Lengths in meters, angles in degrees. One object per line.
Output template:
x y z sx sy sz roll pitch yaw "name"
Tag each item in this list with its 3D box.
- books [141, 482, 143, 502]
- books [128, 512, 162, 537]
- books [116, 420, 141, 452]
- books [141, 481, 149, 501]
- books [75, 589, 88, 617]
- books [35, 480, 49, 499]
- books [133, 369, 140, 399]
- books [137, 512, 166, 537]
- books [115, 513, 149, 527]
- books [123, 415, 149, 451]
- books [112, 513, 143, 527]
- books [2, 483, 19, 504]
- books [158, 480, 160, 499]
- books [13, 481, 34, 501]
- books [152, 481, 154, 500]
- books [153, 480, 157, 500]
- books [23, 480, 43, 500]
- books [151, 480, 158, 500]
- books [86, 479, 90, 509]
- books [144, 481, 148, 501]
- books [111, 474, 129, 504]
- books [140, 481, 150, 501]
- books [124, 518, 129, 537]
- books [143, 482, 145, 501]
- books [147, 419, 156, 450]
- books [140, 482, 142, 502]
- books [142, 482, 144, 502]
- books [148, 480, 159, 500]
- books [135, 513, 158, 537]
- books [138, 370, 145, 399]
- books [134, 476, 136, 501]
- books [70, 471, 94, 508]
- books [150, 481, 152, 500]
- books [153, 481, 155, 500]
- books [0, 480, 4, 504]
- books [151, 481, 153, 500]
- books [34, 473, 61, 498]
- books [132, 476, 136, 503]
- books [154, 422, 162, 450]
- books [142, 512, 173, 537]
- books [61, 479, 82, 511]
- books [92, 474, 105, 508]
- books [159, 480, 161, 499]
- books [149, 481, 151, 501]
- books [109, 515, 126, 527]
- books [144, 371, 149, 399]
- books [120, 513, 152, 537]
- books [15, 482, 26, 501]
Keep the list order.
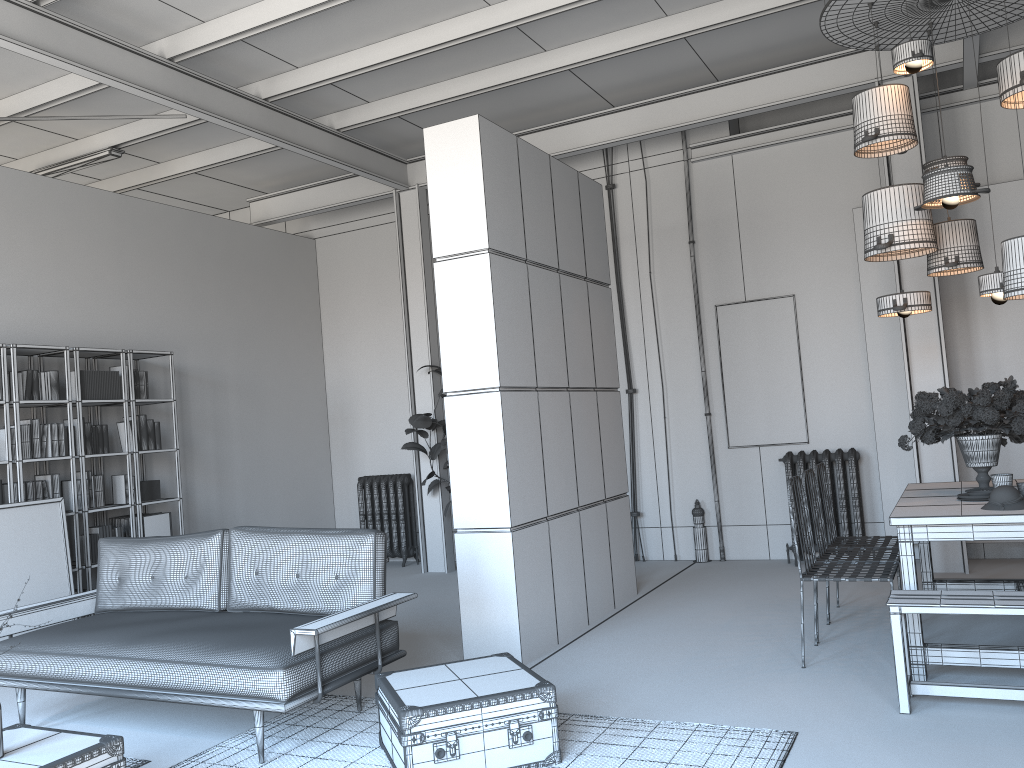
-3.156 0.913 7.457 0.134 0.177 0.012 -6 -3 27 "books"
-3.074 1.260 7.469 0.037 0.322 0.333 -6 -3 27 "books"
-3.187 0.438 7.383 0.195 0.268 0.084 -6 -3 28 "books"
-3.130 0.913 7.508 0.134 0.177 0.012 -6 -3 27 "books"
-3.383 1.705 6.896 0.275 0.223 0.033 -6 -3 27 "books"
-3.598 0.865 6.737 0.193 0.267 0.084 -6 -3 26 "books"
-3.218 0.013 7.471 0.189 0.258 0.027 -6 -3 27 "books"
-3.001 1.254 7.422 0.068 0.327 0.303 -6 -3 27 "books"
-3.208 1.277 7.532 0.068 0.318 0.319 -6 -3 27 "books"
-3.156 0.416 7.450 0.224 0.304 0.071 -6 -3 27 "books"
-3.256 1.280 7.551 0.033 0.326 0.303 -6 -3 27 "books"
-3.701 0.860 6.491 0.193 0.265 0.062 -6 -3 27 "books"
-3.077 0.914 7.611 0.134 0.177 0.012 -6 -3 27 "books"
-3.652 0.862 6.611 0.193 0.265 0.062 -6 -3 27 "books"
-3.104 0.913 7.560 0.134 0.177 0.012 -6 -3 27 "books"
-3.093 0.914 7.581 0.134 0.177 0.012 -6 -3 27 "books"
-3.612 0.862 6.663 0.193 0.265 0.062 -6 -3 27 "books"
-3.088 0.914 7.591 0.134 0.177 0.012 -6 -3 27 "books"
-3.424 0.875 7.013 0.178 0.244 0.057 -6 -3 27 "books"
-3.135 0.913 7.498 0.134 0.177 0.012 -6 -3 27 "books"
-3.254 0.878 7.371 0.170 0.245 0.043 -6 -3 27 "books"
-3.124 0.913 7.519 0.134 0.177 0.012 -6 -3 27 "books"
-3.108 1.269 7.486 0.040 0.312 0.343 -6 -3 27 "books"
-3.145 0.913 7.477 0.134 0.177 0.012 -6 -3 27 "books"
-3.131 0.440 7.539 0.195 0.266 0.091 -6 -3 27 "books"
-3.161 0.912 7.446 0.134 0.177 0.012 -6 -3 27 "books"
-3.151 0.913 7.467 0.134 0.177 0.012 -6 -3 27 "books"
-3.083 0.914 7.601 0.134 0.177 0.012 -6 -3 27 "books"
-3.050 1.257 7.434 0.027 0.326 0.272 -6 -3 27 "books"
-3.194 0.017 7.504 0.180 0.248 0.054 -6 -3 27 "books"
-3.200 0.889 7.454 0.176 0.232 0.015 -6 -3 27 "books"
-3.440 0.847 7.084 0.222 0.303 0.038 -6 -3 27 "books"
-3.114 0.913 7.539 0.134 0.177 0.012 -6 -3 27 "books"
-3.098 0.914 7.570 0.134 0.177 0.012 -6 -3 27 "books"
-3.752 0.842 6.354 0.243 0.299 0.048 -5 -3 17 "books"
-3.109 0.913 7.550 0.134 0.177 0.012 -6 -3 27 "books"
-3.565 0.844 6.804 0.222 0.303 0.071 -6 -3 27 "books"
-3.225 0.885 7.418 0.162 0.229 0.053 -7 -3 34 "books"
-3.091 0.451 7.611 0.180 0.244 0.057 -6 -3 27 "books"
-2.956 1.249 7.399 0.033 0.326 0.303 -6 -3 27 "books"
-3.461 0.875 6.965 0.178 0.244 0.057 -6 -3 27 "books"
-3.379 0.865 7.123 0.193 0.265 0.091 -6 -3 27 "books"
-3.072 0.914 7.622 0.134 0.177 0.012 -6 -3 27 "books"
-3.119 0.913 7.529 0.134 0.177 0.012 -6 -3 27 "books"
-3.287 1.283 7.566 0.033 0.326 0.303 -6 -3 27 "books"
-3.167 0.019 7.544 0.168 0.243 0.029 -6 -3 22 "books"
-3.153 1.270 7.504 0.056 0.315 0.317 -6 -3 27 "books"
-3.677 0.861 6.551 0.193 0.265 0.062 -6 -3 27 "books"
